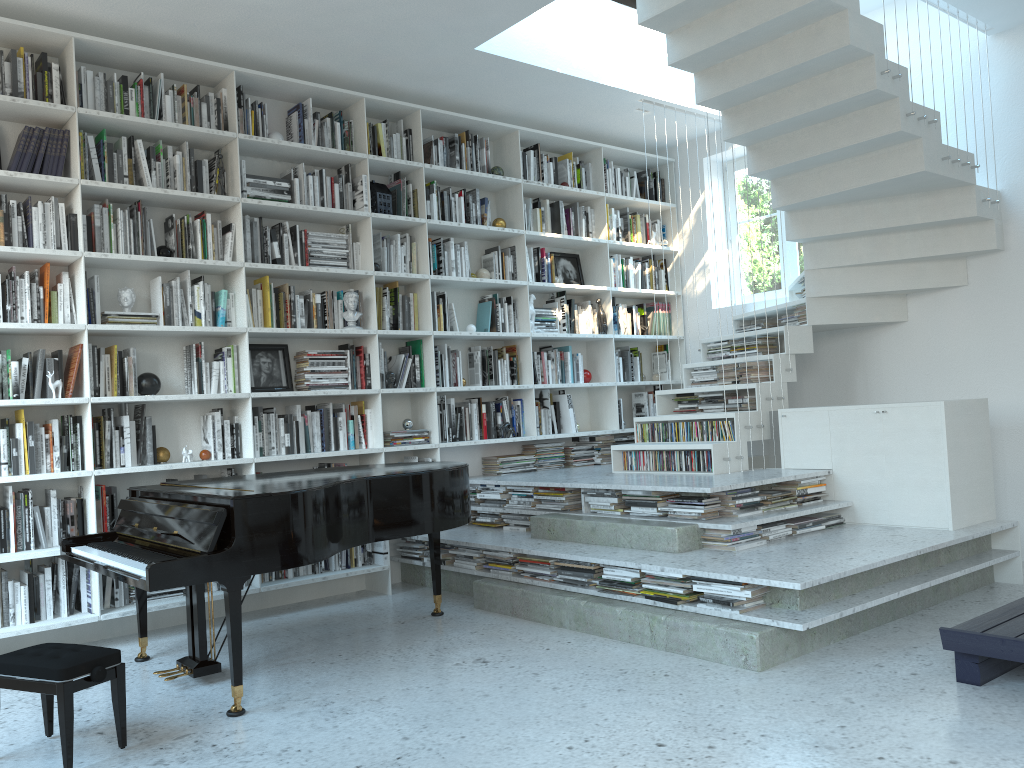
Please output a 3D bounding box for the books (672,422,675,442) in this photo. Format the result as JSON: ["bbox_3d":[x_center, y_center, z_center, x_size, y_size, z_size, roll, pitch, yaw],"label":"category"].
[{"bbox_3d":[1.087,0.311,5.770,0.125,0.125,0.007,-2,-2,-39],"label":"books"}]

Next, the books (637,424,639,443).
[{"bbox_3d":[0.894,0.331,6.007,0.125,0.125,0.008,-2,-2,-39],"label":"books"}]

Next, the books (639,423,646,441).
[{"bbox_3d":[0.904,0.330,5.994,0.125,0.125,0.008,-2,-2,-39],"label":"books"}]

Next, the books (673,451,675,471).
[{"bbox_3d":[1.059,0.480,5.577,0.125,0.125,0.010,-2,-2,-39],"label":"books"}]

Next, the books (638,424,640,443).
[{"bbox_3d":[0.899,0.330,6.001,0.125,0.125,0.009,-2,-2,-39],"label":"books"}]

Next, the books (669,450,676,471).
[{"bbox_3d":[1.040,0.482,5.601,0.125,0.125,0.008,-2,-2,-39],"label":"books"}]

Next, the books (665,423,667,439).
[{"bbox_3d":[1.053,0.314,5.811,0.125,0.125,0.008,-2,-2,-39],"label":"books"}]

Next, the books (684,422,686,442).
[{"bbox_3d":[1.152,0.304,5.689,0.125,0.125,0.008,-2,-2,-39],"label":"books"}]

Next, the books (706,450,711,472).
[{"bbox_3d":[1.222,0.464,5.377,0.125,0.125,0.013,-2,-2,-39],"label":"books"}]

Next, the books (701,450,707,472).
[{"bbox_3d":[1.200,0.466,5.404,0.125,0.125,0.010,-2,-2,-39],"label":"books"}]

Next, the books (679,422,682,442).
[{"bbox_3d":[1.127,0.307,5.720,0.125,0.125,0.010,-2,-2,-39],"label":"books"}]

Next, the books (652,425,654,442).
[{"bbox_3d":[0.976,0.322,5.906,0.125,0.125,0.010,-2,-2,-39],"label":"books"}]

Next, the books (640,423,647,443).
[{"bbox_3d":[0.913,0.329,5.983,0.125,0.125,0.008,-2,-2,-39],"label":"books"}]

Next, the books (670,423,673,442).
[{"bbox_3d":[1.081,0.312,5.777,0.125,0.125,0.009,-2,-2,-39],"label":"books"}]

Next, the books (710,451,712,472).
[{"bbox_3d":[1.241,0.462,5.354,0.125,0.125,0.009,-2,-2,-39],"label":"books"}]

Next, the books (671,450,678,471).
[{"bbox_3d":[1.049,0.481,5.589,0.125,0.125,0.008,-2,-2,-39],"label":"books"}]

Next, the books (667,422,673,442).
[{"bbox_3d":[1.062,0.314,5.800,0.125,0.125,0.008,-2,-2,-39],"label":"books"}]

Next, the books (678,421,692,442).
[{"bbox_3d":[1.122,0.307,5.726,0.125,0.125,0.007,-2,-2,-39],"label":"books"}]

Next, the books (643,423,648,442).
[{"bbox_3d":[0.927,0.327,5.966,0.125,0.125,0.008,-2,-2,-39],"label":"books"}]

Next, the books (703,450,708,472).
[{"bbox_3d":[1.208,0.465,5.395,0.125,0.125,0.014,-2,-2,-39],"label":"books"}]

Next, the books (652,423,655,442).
[{"bbox_3d":[0.983,0.322,5.897,0.125,0.125,0.010,-2,-2,-39],"label":"books"}]

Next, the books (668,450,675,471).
[{"bbox_3d":[1.035,0.483,5.607,0.125,0.125,0.008,-2,-2,-39],"label":"books"}]

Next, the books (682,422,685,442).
[{"bbox_3d":[1.143,0.305,5.701,0.125,0.125,0.008,-2,-2,-39],"label":"books"}]

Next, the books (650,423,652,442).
[{"bbox_3d":[0.970,0.323,5.913,0.125,0.125,0.008,-2,-2,-39],"label":"books"}]

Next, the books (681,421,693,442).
[{"bbox_3d":[1.133,0.306,5.712,0.125,0.125,0.008,-2,-2,-39],"label":"books"}]

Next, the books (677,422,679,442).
[{"bbox_3d":[1.113,0.308,5.738,0.125,0.125,0.007,-2,-2,-39],"label":"books"}]

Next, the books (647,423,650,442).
[{"bbox_3d":[0.951,0.325,5.936,0.125,0.125,0.007,-2,-2,-39],"label":"books"}]

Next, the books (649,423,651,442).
[{"bbox_3d":[0.965,0.323,5.919,0.125,0.125,0.008,-2,-2,-39],"label":"books"}]

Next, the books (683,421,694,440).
[{"bbox_3d":[1.147,0.305,5.695,0.125,0.125,0.008,-2,-2,-39],"label":"books"}]

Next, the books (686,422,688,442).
[{"bbox_3d":[1.162,0.303,5.678,0.125,0.125,0.008,-2,-2,-39],"label":"books"}]

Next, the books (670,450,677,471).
[{"bbox_3d":[1.045,0.482,5.595,0.125,0.125,0.007,-2,-2,-39],"label":"books"}]

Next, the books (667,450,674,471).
[{"bbox_3d":[1.030,0.483,5.613,0.125,0.125,0.008,-2,-2,-39],"label":"books"}]

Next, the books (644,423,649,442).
[{"bbox_3d":[0.939,0.326,5.952,0.125,0.125,0.012,-2,-2,-39],"label":"books"}]

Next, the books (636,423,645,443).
[{"bbox_3d":[0.889,0.331,6.013,0.125,0.125,0.008,-2,-2,-39],"label":"books"}]

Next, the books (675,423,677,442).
[{"bbox_3d":[1.100,0.310,5.753,0.125,0.125,0.014,-2,-2,-39],"label":"books"}]

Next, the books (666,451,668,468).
[{"bbox_3d":[1.026,0.483,5.618,0.125,0.125,0.008,-2,-2,-39],"label":"books"}]

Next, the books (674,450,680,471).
[{"bbox_3d":[1.064,0.480,5.571,0.125,0.125,0.010,-2,-2,-39],"label":"books"}]

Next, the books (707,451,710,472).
[{"bbox_3d":[1.228,0.463,5.369,0.125,0.125,0.009,-2,-2,-39],"label":"books"}]

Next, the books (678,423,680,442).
[{"bbox_3d":[1.117,0.308,5.732,0.125,0.125,0.007,-2,-2,-39],"label":"books"}]

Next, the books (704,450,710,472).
[{"bbox_3d":[1.215,0.464,5.386,0.125,0.125,0.010,-2,-2,-39],"label":"books"}]

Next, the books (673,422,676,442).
[{"bbox_3d":[1.093,0.311,5.762,0.125,0.125,0.010,-2,-2,-39],"label":"books"}]

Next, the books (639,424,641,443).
[{"bbox_3d":[0.909,0.329,5.989,0.125,0.125,0.007,-2,-2,-39],"label":"books"}]

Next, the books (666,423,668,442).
[{"bbox_3d":[1.058,0.314,5.805,0.125,0.125,0.008,-2,-2,-39],"label":"books"}]

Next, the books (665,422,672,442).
[{"bbox_3d":[1.049,0.315,5.816,0.125,0.125,0.007,-2,-2,-39],"label":"books"}]

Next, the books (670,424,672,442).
[{"bbox_3d":[1.076,0.312,5.783,0.125,0.125,0.010,-2,-2,-39],"label":"books"}]

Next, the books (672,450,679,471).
[{"bbox_3d":[1.055,0.481,5.583,0.125,0.125,0.008,-2,-2,-39],"label":"books"}]

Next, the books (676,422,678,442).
[{"bbox_3d":[1.107,0.309,5.744,0.125,0.125,0.010,-2,-2,-39],"label":"books"}]

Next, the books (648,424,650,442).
[{"bbox_3d":[0.955,0.324,5.931,0.125,0.125,0.007,-2,-2,-39],"label":"books"}]

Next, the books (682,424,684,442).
[{"bbox_3d":[1.138,0.306,5.706,0.125,0.125,0.008,-2,-2,-39],"label":"books"}]

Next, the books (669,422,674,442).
[{"bbox_3d":[1.069,0.313,5.792,0.125,0.125,0.012,-2,-2,-39],"label":"books"}]

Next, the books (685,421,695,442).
[{"bbox_3d":[1.157,0.304,5.683,0.125,0.125,0.007,-2,-2,-39],"label":"books"}]

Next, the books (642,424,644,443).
[{"bbox_3d":[0.923,0.328,5.971,0.125,0.125,0.007,-2,-2,-39],"label":"books"}]

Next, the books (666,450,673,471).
[{"bbox_3d":[1.021,0.484,5.624,0.125,0.125,0.008,-2,-2,-39],"label":"books"}]

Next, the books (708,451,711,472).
[{"bbox_3d":[1.234,0.462,5.362,0.125,0.125,0.011,-2,-2,-39],"label":"books"}]

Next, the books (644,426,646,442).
[{"bbox_3d":[0.933,0.327,5.958,0.125,0.125,0.010,-2,-2,-39],"label":"books"}]

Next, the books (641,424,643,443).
[{"bbox_3d":[0.918,0.328,5.977,0.125,0.125,0.009,-2,-2,-39],"label":"books"}]

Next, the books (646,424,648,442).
[{"bbox_3d":[0.946,0.325,5.943,0.125,0.125,0.008,-2,-2,-39],"label":"books"}]

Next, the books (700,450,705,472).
[{"bbox_3d":[1.194,0.466,5.411,0.125,0.125,0.007,-2,-2,-39],"label":"books"}]

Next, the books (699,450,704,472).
[{"bbox_3d":[1.188,0.467,5.418,0.125,0.125,0.009,-2,-2,-39],"label":"books"}]
